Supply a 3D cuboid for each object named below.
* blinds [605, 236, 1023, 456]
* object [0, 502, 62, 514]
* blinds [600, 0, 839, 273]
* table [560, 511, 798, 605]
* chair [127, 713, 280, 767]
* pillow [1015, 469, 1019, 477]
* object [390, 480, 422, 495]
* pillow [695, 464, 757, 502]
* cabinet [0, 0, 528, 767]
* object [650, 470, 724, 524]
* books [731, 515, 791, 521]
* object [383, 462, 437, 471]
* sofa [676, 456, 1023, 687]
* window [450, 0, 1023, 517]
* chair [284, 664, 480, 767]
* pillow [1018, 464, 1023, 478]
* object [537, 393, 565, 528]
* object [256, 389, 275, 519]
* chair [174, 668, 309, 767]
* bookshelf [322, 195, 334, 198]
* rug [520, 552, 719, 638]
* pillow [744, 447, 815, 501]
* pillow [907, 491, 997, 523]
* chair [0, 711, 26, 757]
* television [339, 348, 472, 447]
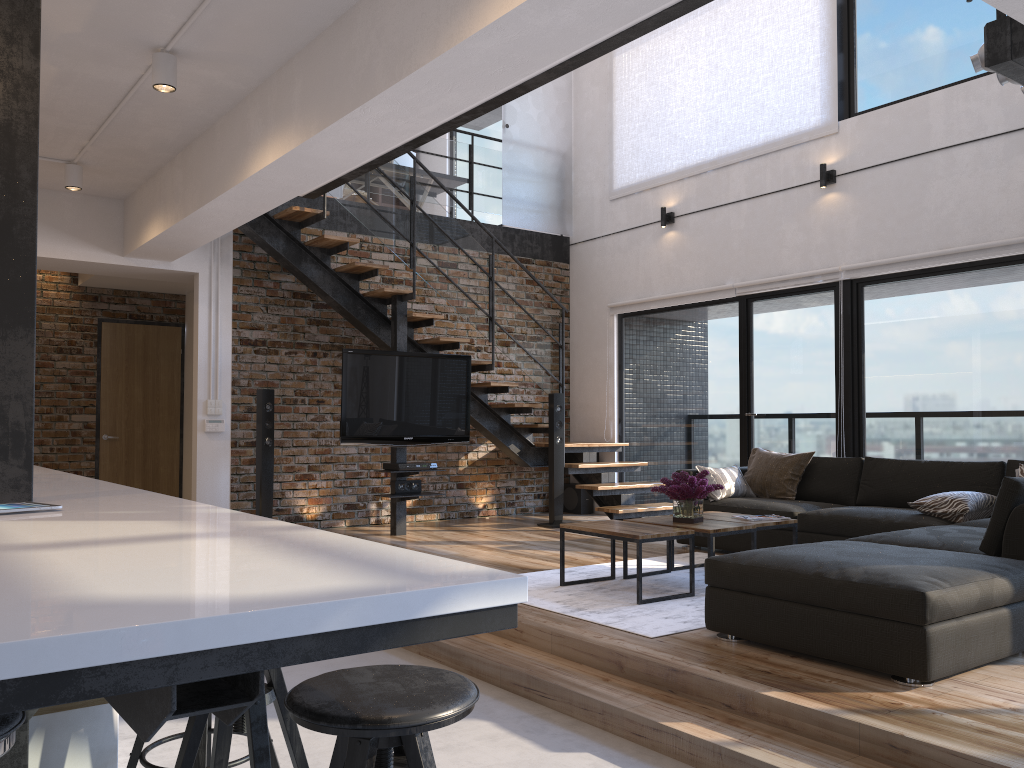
[{"bbox_3d":[2.559,0.102,6.833,0.096,2.043,5.371,1,-3,-36],"label":"blinds"},{"bbox_3d":[-1.222,0.297,2.095,0.188,0.013,0.240,-2,-3,39],"label":"object"},{"bbox_3d":[0.368,-2.654,8.335,10.205,2.974,1.996,-2,-3,32],"label":"blinds"},{"bbox_3d":[0.989,0.971,5.107,1.298,0.350,0.697,2,-3,-36],"label":"table"},{"bbox_3d":[-0.904,0.919,2.596,0.367,0.630,0.367,-1,-2,29],"label":"chair"},{"bbox_3d":[3.129,0.639,5.054,0.235,0.294,0.612,2,-3,-36],"label":"pillow"},{"bbox_3d":[-0.875,0.851,7.323,0.247,0.112,0.089,2,-3,-36],"label":"object"},{"bbox_3d":[1.602,0.738,6.612,0.498,0.265,0.212,2,-3,-36],"label":"pillow"},{"bbox_3d":[-2.929,-0.166,3.305,2.474,2.870,9.119,2,-3,-36],"label":"cabinet"},{"bbox_3d":[1.017,0.625,5.116,0.375,0.342,0.342,2,-3,-35],"label":"object"},{"bbox_3d":[1.484,0.799,5.294,0.295,0.013,0.229,1,-3,-16],"label":"books"},{"bbox_3d":[-0.832,0.676,7.261,0.360,0.058,0.275,2,-3,-36],"label":"object"},{"bbox_3d":[1.717,0.800,5.130,2.999,0.700,3.045,2,-3,-36],"label":"sofa"},{"bbox_3d":[1.098,-1.388,6.075,5.664,5.564,13.402,2,-3,-36],"label":"window"},{"bbox_3d":[-0.238,0.874,1.634,0.367,0.630,0.367,1,-2,-21],"label":"chair"},{"bbox_3d":[3.041,0.609,4.911,0.250,0.314,0.532,1,-3,-32],"label":"pillow"},{"bbox_3d":[0.403,0.688,8.054,0.271,1.205,0.271,1,-2,-31],"label":"object"},{"bbox_3d":[-1.992,0.645,7.151,0.271,1.205,0.271,-2,-3,44],"label":"object"},{"bbox_3d":[-0.646,0.896,2.112,0.365,0.630,0.366,0,-2,9],"label":"chair"},{"bbox_3d":[-2.495,-2.641,11.478,2.717,2.280,0.307,2,-2,-36],"label":"bookshelf"},{"bbox_3d":[0.962,1.145,5.075,2.113,0.003,1.637,2,-3,-36],"label":"rug"},{"bbox_3d":[1.963,0.676,6.692,0.265,0.382,0.609,2,-3,-36],"label":"pillow"},{"bbox_3d":[2.685,0.736,5.347,0.531,0.177,0.356,2,-3,-38],"label":"pillow"},{"bbox_3d":[-0.980,0.859,1.406,0.358,0.636,0.356,0,-2,8],"label":"chair"},{"bbox_3d":[-0.873,0.129,7.315,1.207,0.783,0.136,2,-3,-36],"label":"television"}]
